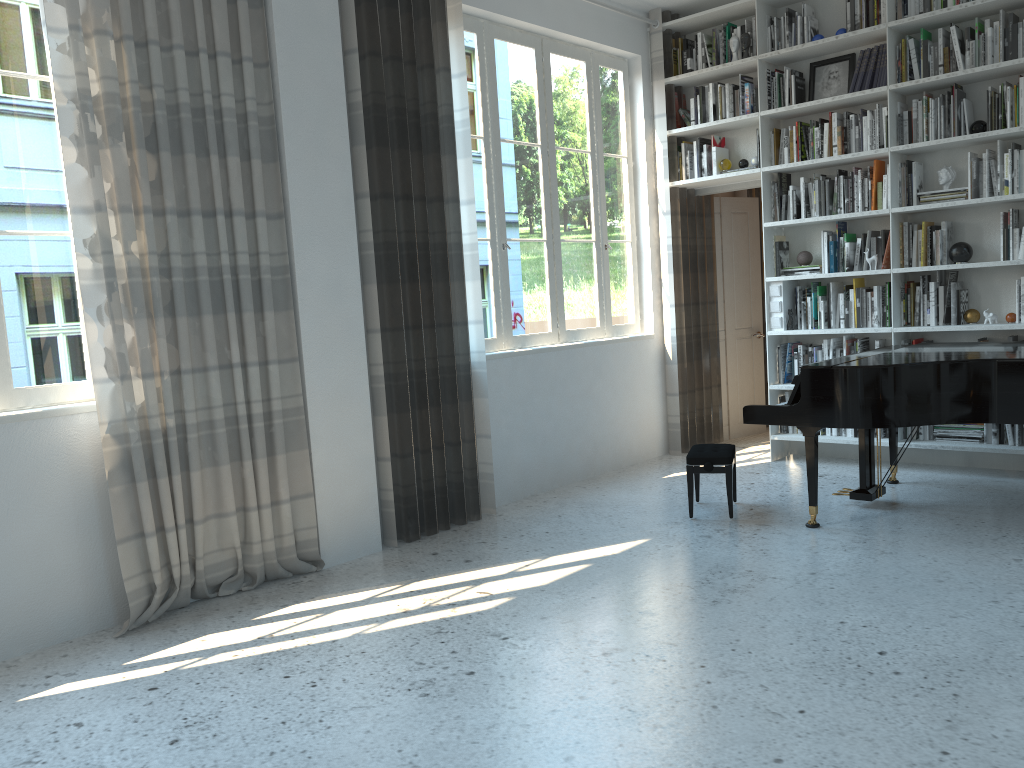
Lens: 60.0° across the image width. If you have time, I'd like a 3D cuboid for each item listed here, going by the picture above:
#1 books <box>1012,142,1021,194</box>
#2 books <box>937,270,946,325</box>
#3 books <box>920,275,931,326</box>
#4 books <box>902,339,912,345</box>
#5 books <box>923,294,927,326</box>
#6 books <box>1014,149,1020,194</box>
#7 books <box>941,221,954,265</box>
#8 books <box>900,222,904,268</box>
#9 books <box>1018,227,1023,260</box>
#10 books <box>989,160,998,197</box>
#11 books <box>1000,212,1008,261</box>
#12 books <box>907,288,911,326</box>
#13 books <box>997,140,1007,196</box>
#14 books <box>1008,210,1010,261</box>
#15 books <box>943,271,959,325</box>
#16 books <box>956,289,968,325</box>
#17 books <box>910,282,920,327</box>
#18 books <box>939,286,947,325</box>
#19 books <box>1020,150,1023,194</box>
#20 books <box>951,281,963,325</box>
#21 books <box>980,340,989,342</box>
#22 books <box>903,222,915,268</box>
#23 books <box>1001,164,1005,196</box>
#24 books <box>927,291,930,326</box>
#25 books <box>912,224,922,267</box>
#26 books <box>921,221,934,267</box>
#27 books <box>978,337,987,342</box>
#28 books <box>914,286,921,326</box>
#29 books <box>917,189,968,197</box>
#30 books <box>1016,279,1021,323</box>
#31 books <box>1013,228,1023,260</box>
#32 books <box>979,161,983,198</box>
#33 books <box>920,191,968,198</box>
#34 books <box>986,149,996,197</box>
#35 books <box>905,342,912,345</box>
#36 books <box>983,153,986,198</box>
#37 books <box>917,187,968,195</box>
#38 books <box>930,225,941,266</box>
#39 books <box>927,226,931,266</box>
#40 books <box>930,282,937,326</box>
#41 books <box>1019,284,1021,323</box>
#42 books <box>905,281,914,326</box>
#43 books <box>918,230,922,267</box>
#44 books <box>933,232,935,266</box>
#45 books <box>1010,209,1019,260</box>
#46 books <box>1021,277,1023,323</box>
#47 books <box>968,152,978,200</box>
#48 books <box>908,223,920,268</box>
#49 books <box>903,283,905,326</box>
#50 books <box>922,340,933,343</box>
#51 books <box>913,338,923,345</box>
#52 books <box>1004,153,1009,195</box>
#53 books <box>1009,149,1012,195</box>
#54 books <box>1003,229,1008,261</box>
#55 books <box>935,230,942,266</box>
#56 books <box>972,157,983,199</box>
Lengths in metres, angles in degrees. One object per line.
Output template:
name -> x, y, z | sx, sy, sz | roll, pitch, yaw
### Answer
books -> 2.930, -1.240, 5.148 | 0.011, 0.301, 0.178 | 2, 8, 42
books -> 2.676, -0.539, 5.525 | 0.013, 0.339, 0.137 | 2, 8, 42
books -> 2.598, -0.525, 5.567 | 0.014, 0.313, 0.166 | 2, 8, 42
books -> 2.541, -0.144, 5.701 | 0.012, 0.285, 0.159 | 2, 8, 42
books -> 2.619, -0.467, 5.564 | 0.024, 0.196, 0.156 | 2, 8, 42
books -> 2.944, -1.220, 5.139 | 0.023, 0.260, 0.170 | 2, 8, 42
books -> 2.681, -0.865, 5.457 | 0.028, 0.266, 0.144 | 2, 8, 42
books -> 2.495, -0.878, 5.625 | 0.012, 0.285, 0.159 | 2, 8, 42
books -> 2.996, -0.819, 5.162 | 0.057, 0.189, 0.155 | 2, 8, 42
books -> 2.864, -1.205, 5.232 | 0.048, 0.225, 0.149 | 2, 8, 42
books -> 2.912, -0.869, 5.236 | 0.012, 0.285, 0.159 | 2, 8, 42
books -> 2.545, -0.489, 5.622 | 0.030, 0.239, 0.157 | 2, 8, 42
books -> 2.877, -1.256, 5.201 | 0.010, 0.330, 0.173 | 2, 8, 42
books -> 2.944, -0.873, 5.216 | 0.011, 0.292, 0.155 | 2, 8, 42
books -> 2.705, -0.530, 5.468 | 0.050, 0.328, 0.166 | 2, 8, 42
books -> 2.764, -0.473, 5.441 | 0.023, 0.212, 0.160 | 2, 8, 42
books -> 2.554, -0.505, 5.601 | 0.012, 0.273, 0.181 | 2, 8, 42
books -> 2.689, -0.489, 5.510 | 0.029, 0.241, 0.135 | 2, 8, 42
books -> 2.975, -1.220, 5.139 | 0.022, 0.256, 0.152 | 2, 8, 42
books -> 2.734, -0.496, 5.444 | 0.027, 0.261, 0.163 | 2, 8, 42
books -> 2.874, -0.129, 5.393 | 0.012, 0.271, 0.142 | 2, 8, 42
books -> 2.511, -0.877, 5.597 | 0.025, 0.285, 0.145 | 2, 8, 42
books -> 2.904, -1.188, 5.207 | 0.025, 0.189, 0.140 | 2, 8, 42
books -> 2.632, -0.476, 5.545 | 0.021, 0.215, 0.171 | 2, 8, 42
books -> 2.552, -0.865, 5.559 | 0.036, 0.264, 0.166 | 2, 8, 42
books -> 2.581, -0.868, 5.508 | 0.026, 0.275, 0.190 | 2, 8, 42
books -> 2.868, -0.137, 5.403 | 0.012, 0.285, 0.159 | 2, 8, 42
books -> 2.580, -0.493, 5.590 | 0.042, 0.248, 0.162 | 2, 8, 42
books -> 2.655, -1.164, 5.426 | 0.285, 0.012, 0.159 | 1, 7, 44
books -> 2.998, -0.489, 5.226 | 0.012, 0.254, 0.160 | 2, 8, 42
books -> 2.974, -0.818, 5.202 | 0.030, 0.183, 0.154 | 2, 8, 42
books -> 2.819, -1.209, 5.287 | 0.024, 0.227, 0.137 | 2, 8, 42
books -> 2.654, -1.152, 5.426 | 0.254, 0.012, 0.160 | 1, 7, 39
books -> 2.829, -1.235, 5.237 | 0.012, 0.286, 0.167 | 2, 8, 42
books -> 2.555, -0.134, 5.692 | 0.023, 0.266, 0.134 | 2, 8, 42
books -> 2.825, -1.227, 5.258 | 0.022, 0.267, 0.151 | 2, 8, 42
books -> 2.651, -1.176, 5.421 | 0.285, 0.012, 0.159 | 0, 7, 38
books -> 2.638, -0.858, 5.509 | 0.028, 0.248, 0.142 | 2, 8, 42
books -> 2.611, -0.854, 5.511 | 0.014, 0.244, 0.152 | 2, 8, 42
books -> 2.647, -0.502, 5.523 | 0.027, 0.269, 0.185 | 2, 8, 42
books -> 3.014, -0.476, 5.224 | 0.015, 0.226, 0.148 | 2, 8, 42
books -> 2.529, -0.512, 5.637 | 0.013, 0.283, 0.146 | 2, 8, 42
books -> 2.578, -0.847, 5.543 | 0.025, 0.228, 0.152 | 2, 8, 42
books -> 2.640, -0.836, 5.483 | 0.011, 0.208, 0.180 | 2, 8, 42
books -> 2.950, -0.875, 5.206 | 0.012, 0.298, 0.166 | 2, 8, 42
books -> 3.016, -0.495, 5.194 | 0.027, 0.270, 0.158 | 2, 8, 42
books -> 2.758, -1.236, 5.306 | 0.012, 0.285, 0.159 | 2, 8, 42
books -> 2.533, -0.872, 5.584 | 0.026, 0.275, 0.154 | 2, 8, 42
books -> 2.526, -0.509, 5.653 | 0.013, 0.276, 0.147 | 2, 8, 42
books -> 2.636, -0.137, 5.623 | 0.026, 0.274, 0.146 | 2, 8, 42
books -> 2.591, -0.144, 5.651 | 0.013, 0.288, 0.160 | 2, 8, 42
books -> 2.909, -1.214, 5.173 | 0.028, 0.247, 0.170 | 2, 8, 42
books -> 2.916, -1.222, 5.151 | 0.012, 0.266, 0.192 | 2, 8, 42
books -> 2.927, -0.819, 5.225 | 0.025, 0.186, 0.153 | 2, 8, 42
books -> 2.651, -0.839, 5.467 | 0.028, 0.216, 0.175 | 2, 8, 42
books -> 2.779, -1.216, 5.283 | 0.030, 0.247, 0.174 | 2, 8, 42
